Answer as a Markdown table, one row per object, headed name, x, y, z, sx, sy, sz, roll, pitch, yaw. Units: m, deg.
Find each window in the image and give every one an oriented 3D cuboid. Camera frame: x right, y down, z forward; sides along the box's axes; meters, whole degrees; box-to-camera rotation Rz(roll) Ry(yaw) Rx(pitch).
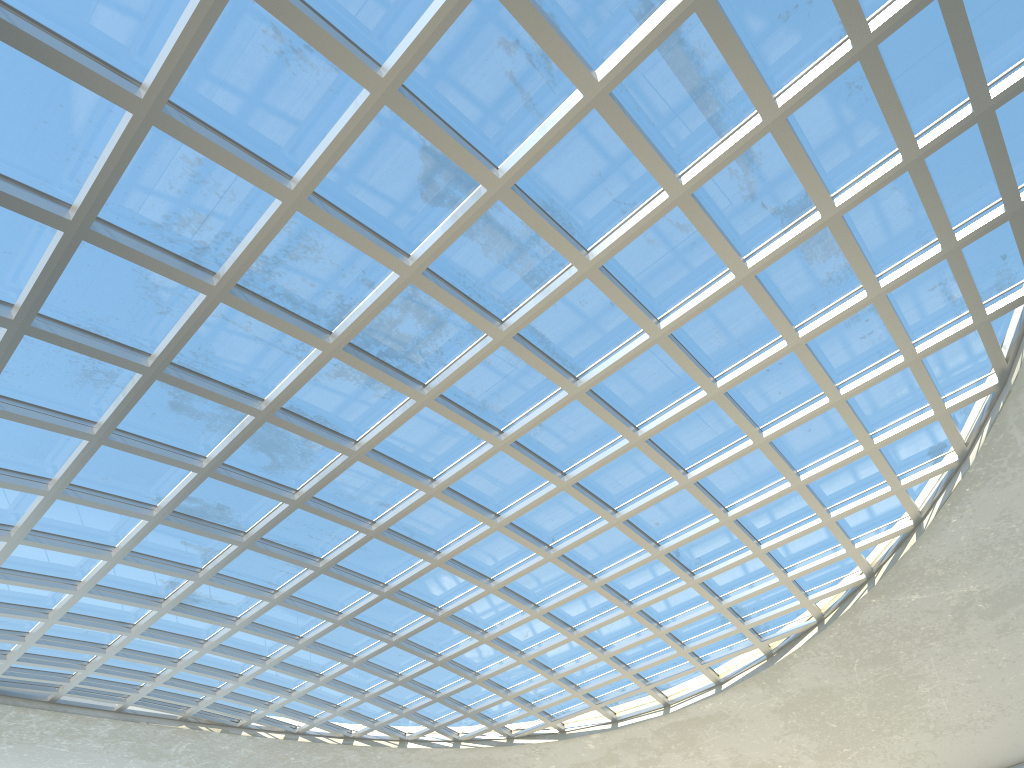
| name | x | y | z | sx | sy | sz | roll | pitch | yaw |
| --- | --- | --- | --- | --- | --- | --- | --- | --- | --- |
| window | -10.661 | 11.833 | 48.689 | 85.496 | 9.485 | 86.028 | -32 | -46 | 30 |
